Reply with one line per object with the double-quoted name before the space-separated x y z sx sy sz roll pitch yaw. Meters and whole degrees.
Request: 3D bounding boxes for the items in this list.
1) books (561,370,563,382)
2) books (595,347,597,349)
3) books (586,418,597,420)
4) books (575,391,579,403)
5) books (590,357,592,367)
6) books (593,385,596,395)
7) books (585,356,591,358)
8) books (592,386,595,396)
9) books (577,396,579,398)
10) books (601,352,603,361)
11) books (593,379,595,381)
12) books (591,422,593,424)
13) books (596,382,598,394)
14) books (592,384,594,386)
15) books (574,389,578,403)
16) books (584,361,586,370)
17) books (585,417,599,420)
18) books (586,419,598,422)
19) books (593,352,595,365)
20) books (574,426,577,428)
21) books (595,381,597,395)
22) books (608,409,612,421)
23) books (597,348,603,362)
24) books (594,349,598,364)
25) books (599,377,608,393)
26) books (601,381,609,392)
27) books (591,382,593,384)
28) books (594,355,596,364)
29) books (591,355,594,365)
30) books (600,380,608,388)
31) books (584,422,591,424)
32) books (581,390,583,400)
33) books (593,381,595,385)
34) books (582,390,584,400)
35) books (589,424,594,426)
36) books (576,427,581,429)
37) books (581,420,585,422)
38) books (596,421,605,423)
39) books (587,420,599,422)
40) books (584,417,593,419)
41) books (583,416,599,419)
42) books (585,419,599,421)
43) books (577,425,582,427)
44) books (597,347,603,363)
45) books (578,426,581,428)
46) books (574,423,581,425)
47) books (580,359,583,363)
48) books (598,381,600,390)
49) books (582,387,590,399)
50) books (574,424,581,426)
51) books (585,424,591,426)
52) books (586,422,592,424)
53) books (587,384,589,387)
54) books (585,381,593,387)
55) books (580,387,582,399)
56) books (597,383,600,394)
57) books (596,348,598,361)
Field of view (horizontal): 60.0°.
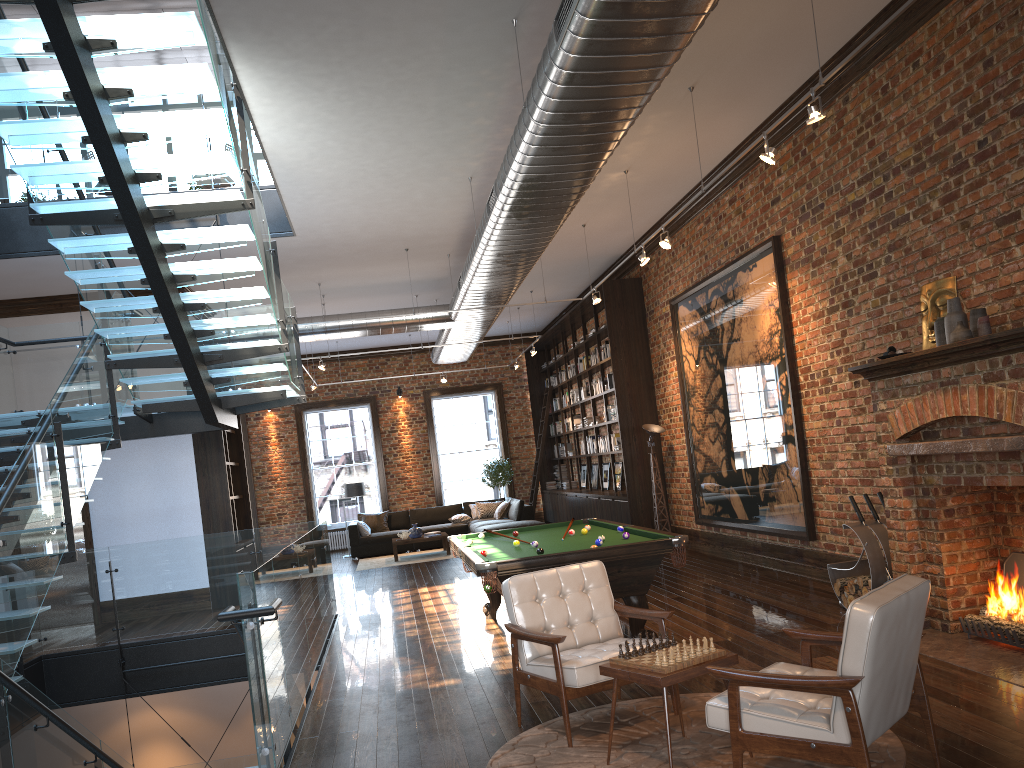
"books" 1.118 -0.150 18.552 0.163 0.297 0.029 -7 0 -8
"books" 1.556 -0.489 15.509 0.183 0.329 0.008 -7 0 -8
"books" 1.496 0.661 16.636 0.196 0.019 0.174 -6 -5 -3
"books" 1.339 0.255 17.403 0.191 0.249 0.024 -6 0 -8
"books" 1.501 -0.386 15.886 0.183 0.206 0.053 -6 -1 -8
"books" 1.561 0.114 15.874 0.180 0.208 0.030 -6 0 -8
"books" 1.437 -0.368 16.430 0.150 0.279 0.008 -7 0 -8
"books" 1.537 0.127 16.001 0.223 0.209 0.065 -6 -1 -8
"books" 1.385 0.237 17.220 0.160 0.025 0.299 -6 -5 -12
"books" 1.590 -0.449 15.297 0.187 0.208 0.052 -6 -1 -8
"books" 1.544 0.077 16.094 0.142 0.323 0.116 -7 -1 -8
"books" 1.556 0.712 16.384 0.173 0.018 0.239 -6 -5 -5
"books" 1.584 0.084 15.754 0.159 0.241 0.031 -6 0 -8
"books" 1.531 0.114 16.032 0.186 0.243 0.079 -6 -1 -8
"books" 1.323 0.245 17.574 0.174 0.302 0.067 -7 0 -8
"books" 1.429 -0.349 16.367 0.170 0.233 0.017 -6 0 -8
"books" 1.494 0.644 16.630 0.242 0.015 0.165 -6 -5 -5
"books" 1.503 0.685 16.608 0.198 0.015 0.134 -6 -5 -8
"books" 1.526 -0.437 15.645 0.184 0.258 0.032 -6 0 -8
"books" 1.332 0.858 17.748 0.198 0.017 0.355 -6 -5 -4
"books" 1.574 0.077 15.825 0.165 0.268 0.011 -7 0 -8
"books" 1.728 0.526 15.117 0.184 0.221 0.033 -6 0 -8
"books" 1.574 -0.479 15.350 0.180 0.278 0.009 -7 0 -8
"books" 1.543 -0.473 15.494 0.183 0.299 0.018 -7 0 -8
"books" 1.617 0.031 15.452 0.183 0.285 0.034 -7 0 -8
"books" 1.648 0.056 15.347 0.182 0.218 0.051 -6 0 -8
"books" 1.527 0.102 16.079 0.179 0.274 0.098 -7 -1 -8
"books" 1.546 -0.421 15.530 0.188 0.201 0.021 -6 0 -8
"books" 1.513 -0.407 15.806 0.173 0.229 0.014 -6 0 -8
"books" 1.634 0.051 15.374 0.171 0.237 0.058 -6 0 -8
"books" 1.506 0.718 16.615 0.293 0.007 0.132 -6 -5 -5
"books" 1.424 0.218 16.913 0.190 0.216 0.031 -6 0 -8
"books" 1.555 0.083 15.953 0.159 0.285 0.014 -7 0 -8
"books" 1.436 0.202 16.778 0.190 0.223 0.027 -6 0 -8
"books" 1.551 0.755 16.383 0.204 0.035 0.268 -6 -5 -8
"books" 1.410 0.852 17.383 0.200 0.009 0.361 -6 -5 -14
"books" 1.437 0.703 16.983 0.207 0.008 0.329 -6 -5 -7
"books" 1.585 0.694 16.021 0.160 0.009 0.255 -6 -5 -10
"books" 1.502 0.701 16.624 0.235 0.014 0.166 -6 -5 -8
"books" 1.495 0.633 16.619 0.295 0.004 0.145 -6 -5 -10
"books" 1.492 0.626 16.631 0.284 0.012 0.160 -6 -5 -12
"books" 1.498 0.675 16.628 0.282 0.010 0.170 -6 -5 -9
"books" 1.414 0.815 17.384 0.202 0.009 0.322 -6 -5 -11
"books" 1.577 -0.488 15.363 0.188 0.297 0.015 -7 0 -8
"books" 1.414 0.833 17.384 0.201 0.009 0.361 -6 -5 -6
"books" 1.341 0.804 17.750 0.198 0.017 0.356 -6 -5 -9
"books" 1.376 -0.331 16.715 0.179 0.270 0.011 -6 0 -8
"books" 1.618 0.060 15.518 0.185 0.238 0.035 -6 0 -8
"books" 1.459 0.171 16.521 0.272 0.241 0.083 -6 -1 -8
"books" 1.337 0.822 17.749 0.198 0.017 0.355 -6 -5 -7
"books" 1.510 0.768 16.623 0.243 0.025 0.161 -6 -5 -9
"books" 1.506 0.729 16.621 0.209 0.013 0.149 -6 -5 -5
"books" 1.489 0.139 16.575 0.133 0.299 0.012 -7 0 -8
"books" 1.468 0.124 16.585 0.155 0.334 0.014 -7 0 -8
"books" 1.398 0.192 16.970 0.190 0.284 0.013 -6 0 -8
"books" 1.597 0.085 15.608 0.180 0.209 0.024 -6 0 -8
"books" 1.567 -0.486 15.426 0.182 0.307 0.009 -7 0 -8
